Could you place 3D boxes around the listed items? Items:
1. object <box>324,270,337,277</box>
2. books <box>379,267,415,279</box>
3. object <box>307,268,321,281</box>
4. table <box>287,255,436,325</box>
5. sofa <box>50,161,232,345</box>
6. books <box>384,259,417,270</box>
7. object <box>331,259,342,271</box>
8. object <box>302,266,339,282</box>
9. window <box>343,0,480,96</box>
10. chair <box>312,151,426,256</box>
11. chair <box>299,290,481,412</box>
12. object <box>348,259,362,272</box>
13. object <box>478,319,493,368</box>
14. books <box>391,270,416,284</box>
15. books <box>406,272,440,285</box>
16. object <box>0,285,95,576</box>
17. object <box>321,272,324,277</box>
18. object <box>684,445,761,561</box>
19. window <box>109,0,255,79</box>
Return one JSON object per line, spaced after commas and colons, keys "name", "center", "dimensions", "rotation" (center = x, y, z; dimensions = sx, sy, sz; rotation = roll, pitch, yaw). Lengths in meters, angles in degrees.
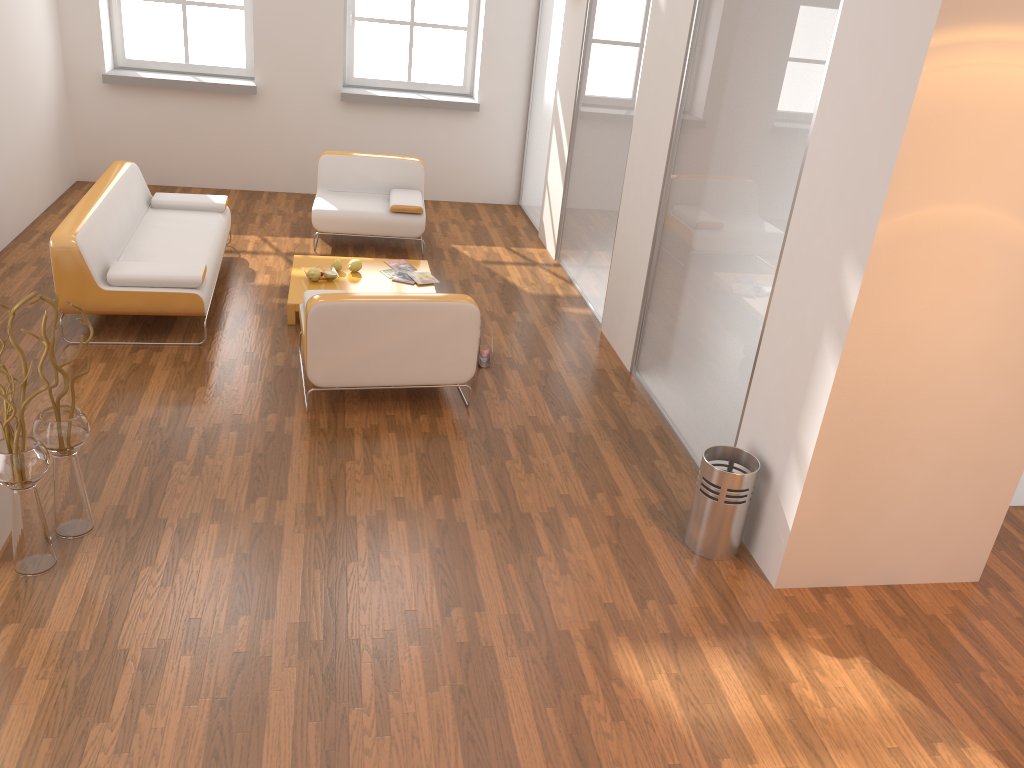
{"name": "object", "center": [-1.271, -0.755, 6.211], "dimensions": [0.092, 0.065, 0.091], "rotation": [26, 32, 35]}
{"name": "books", "center": [-0.829, -0.817, 6.509], "dimensions": [0.249, 0.004, 0.171], "rotation": [-12, 31, -34]}
{"name": "object", "center": [-1.371, -0.760, 6.151], "dimensions": [0.102, 0.095, 0.101], "rotation": [-16, 33, -38]}
{"name": "table", "center": [-1.064, -0.672, 6.333], "dimensions": [1.000, 0.150, 1.000], "rotation": [1, 26, -11]}
{"name": "sofa", "center": [-2.428, -0.974, 6.056], "dimensions": [0.825, 0.661, 2.010], "rotation": [0, 26, -13]}
{"name": "books", "center": [-0.841, -0.892, 6.662], "dimensions": [0.171, 0.004, 0.249], "rotation": [-9, 30, -29]}
{"name": "object", "center": [-1.264, -0.857, 6.396], "dimensions": [0.080, 0.087, 0.094], "rotation": [13, 26, 13]}
{"name": "object", "center": [-1.347, -0.763, 6.228], "dimensions": [0.227, 0.048, 0.227], "rotation": [-4, 28, -21]}
{"name": "window", "center": [-0.956, -3.703, 8.529], "dimensions": [1.308, 1.737, 0.142], "rotation": [1, 26, -11]}
{"name": "chair", "center": [-1.199, -1.540, 7.512], "dimensions": [0.923, 0.661, 0.825], "rotation": [2, 26, -9]}
{"name": "chair", "center": [-0.732, -0.317, 5.080], "dimensions": [0.923, 0.661, 0.825], "rotation": [-1, 27, -16]}
{"name": "object", "center": [-1.137, -0.858, 6.422], "dimensions": [0.105, 0.091, 0.103], "rotation": [-2, 27, -17]}
{"name": "object", "center": [-0.218, -0.260, 5.599], "dimensions": [0.189, 0.217, 0.281], "rotation": [5, 26, -3]}
{"name": "books", "center": [-0.755, -0.777, 6.434], "dimensions": [0.171, 0.004, 0.249], "rotation": [11, 26, 9]}
{"name": "books", "center": [-0.645, -0.770, 6.436], "dimensions": [0.171, 0.004, 0.249], "rotation": [-7, 29, -26]}
{"name": "object", "center": [-1.781, 0.199, 3.249], "dimensions": [0.284, 1.112, 0.655], "rotation": [10, 26, 8]}
{"name": "object", "center": [-1.365, -0.778, 6.247], "dimensions": [0.134, 0.037, 0.061], "rotation": [4, 26, -5]}
{"name": "object", "center": [0.934, 0.529, 3.957], "dimensions": [0.248, 0.450, 0.248], "rotation": [21, 29, 28]}
{"name": "window", "center": [-3.019, -3.732, 8.110], "dimensions": [1.308, 1.737, 0.142], "rotation": [1, 26, -11]}
